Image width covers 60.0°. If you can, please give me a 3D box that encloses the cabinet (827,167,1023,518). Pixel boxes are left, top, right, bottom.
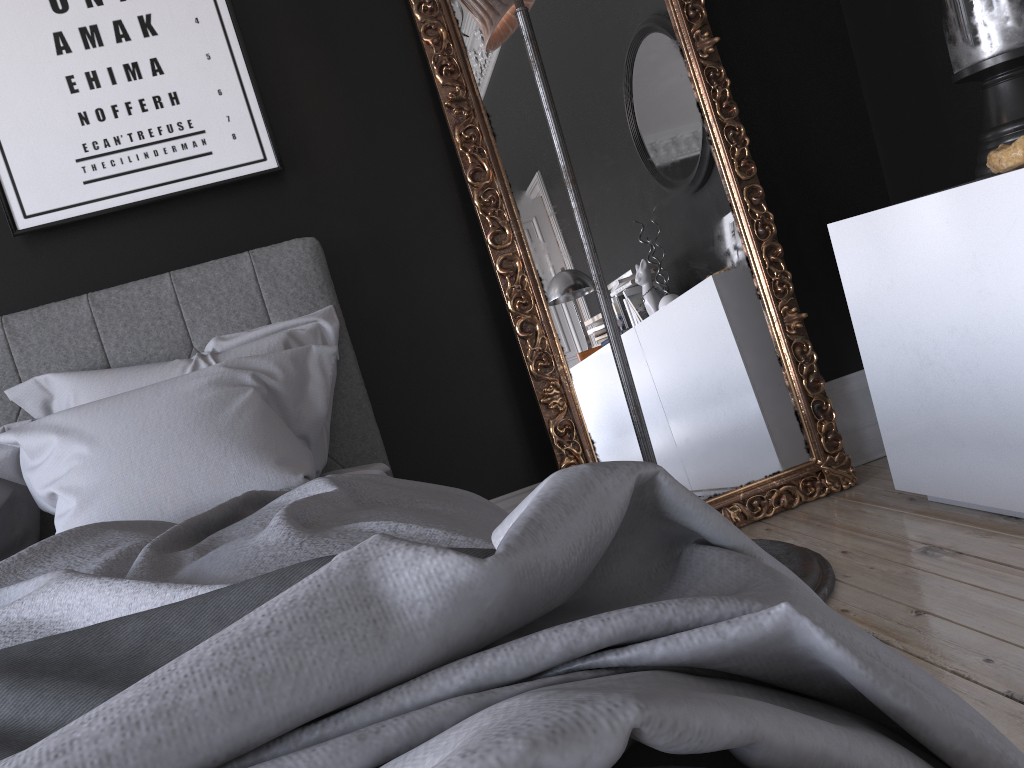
[{"bbox_3d":[1.624,-0.132,1.591,0.569,0.884,2.395,-18,5,-14],"label":"cabinet"}]

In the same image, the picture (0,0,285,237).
[{"bbox_3d":[-1.217,-1.054,2.580,0.790,1.080,0.014,-18,6,-13],"label":"picture"}]

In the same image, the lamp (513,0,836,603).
[{"bbox_3d":[0.143,-0.554,2.306,0.988,2.415,0.770,-15,6,19],"label":"lamp"}]

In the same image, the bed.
[{"bbox_3d":[-0.958,0.466,1.080,2.758,1.300,3.286,-19,5,-25],"label":"bed"}]

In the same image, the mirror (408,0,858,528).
[{"bbox_3d":[0.390,-0.558,2.918,0.990,2.196,0.254,-18,6,-13],"label":"mirror"}]

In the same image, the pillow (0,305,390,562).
[{"bbox_3d":[-1.232,0.265,2.153,1.827,0.761,0.680,-18,5,-13],"label":"pillow"}]
